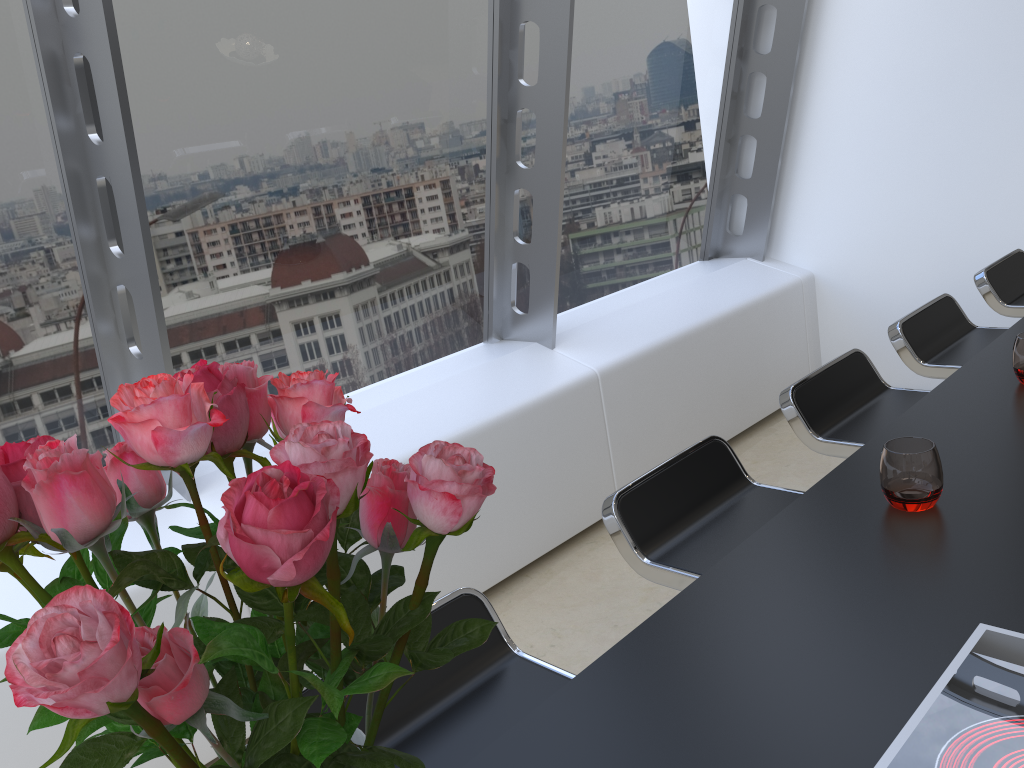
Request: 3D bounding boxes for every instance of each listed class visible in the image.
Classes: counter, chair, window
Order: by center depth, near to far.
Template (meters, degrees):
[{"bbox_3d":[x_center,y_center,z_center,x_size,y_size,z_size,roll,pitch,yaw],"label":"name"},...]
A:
[{"bbox_3d":[7.282,-1.432,0.857,16.171,3.674,16.693,3,20,39],"label":"window"},{"bbox_3d":[0.007,0.806,1.335,0.418,0.857,0.460,-24,20,-39],"label":"chair"},{"bbox_3d":[1.145,0.121,1.476,3.800,0.018,1.006,-24,21,-40],"label":"counter"},{"bbox_3d":[0.526,0.581,1.798,0.418,0.857,0.460,-24,20,-39],"label":"chair"},{"bbox_3d":[1.000,0.375,2.223,0.418,0.857,0.460,-24,20,-39],"label":"chair"},{"bbox_3d":[1.427,0.190,2.605,0.418,0.857,0.460,-24,20,-39],"label":"chair"},{"bbox_3d":[1.890,-0.011,3.018,0.418,0.857,0.460,-24,20,-39],"label":"chair"}]

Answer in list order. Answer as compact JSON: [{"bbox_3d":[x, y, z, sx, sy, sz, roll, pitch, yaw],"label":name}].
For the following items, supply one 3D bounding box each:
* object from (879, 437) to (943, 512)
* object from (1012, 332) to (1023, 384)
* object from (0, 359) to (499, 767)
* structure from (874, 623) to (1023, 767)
[{"bbox_3d":[0.657,0.150,1.460,0.095,0.106,0.095,-16,17,-21],"label":"object"},{"bbox_3d":[1.117,-0.053,1.883,0.095,0.106,0.095,5,22,44],"label":"object"},{"bbox_3d":[-0.167,0.271,0.639,0.327,0.596,0.350,-21,19,-34],"label":"object"},{"bbox_3d":[0.574,0.445,0.731,0.640,0.041,0.562,-24,21,-40],"label":"structure"}]
